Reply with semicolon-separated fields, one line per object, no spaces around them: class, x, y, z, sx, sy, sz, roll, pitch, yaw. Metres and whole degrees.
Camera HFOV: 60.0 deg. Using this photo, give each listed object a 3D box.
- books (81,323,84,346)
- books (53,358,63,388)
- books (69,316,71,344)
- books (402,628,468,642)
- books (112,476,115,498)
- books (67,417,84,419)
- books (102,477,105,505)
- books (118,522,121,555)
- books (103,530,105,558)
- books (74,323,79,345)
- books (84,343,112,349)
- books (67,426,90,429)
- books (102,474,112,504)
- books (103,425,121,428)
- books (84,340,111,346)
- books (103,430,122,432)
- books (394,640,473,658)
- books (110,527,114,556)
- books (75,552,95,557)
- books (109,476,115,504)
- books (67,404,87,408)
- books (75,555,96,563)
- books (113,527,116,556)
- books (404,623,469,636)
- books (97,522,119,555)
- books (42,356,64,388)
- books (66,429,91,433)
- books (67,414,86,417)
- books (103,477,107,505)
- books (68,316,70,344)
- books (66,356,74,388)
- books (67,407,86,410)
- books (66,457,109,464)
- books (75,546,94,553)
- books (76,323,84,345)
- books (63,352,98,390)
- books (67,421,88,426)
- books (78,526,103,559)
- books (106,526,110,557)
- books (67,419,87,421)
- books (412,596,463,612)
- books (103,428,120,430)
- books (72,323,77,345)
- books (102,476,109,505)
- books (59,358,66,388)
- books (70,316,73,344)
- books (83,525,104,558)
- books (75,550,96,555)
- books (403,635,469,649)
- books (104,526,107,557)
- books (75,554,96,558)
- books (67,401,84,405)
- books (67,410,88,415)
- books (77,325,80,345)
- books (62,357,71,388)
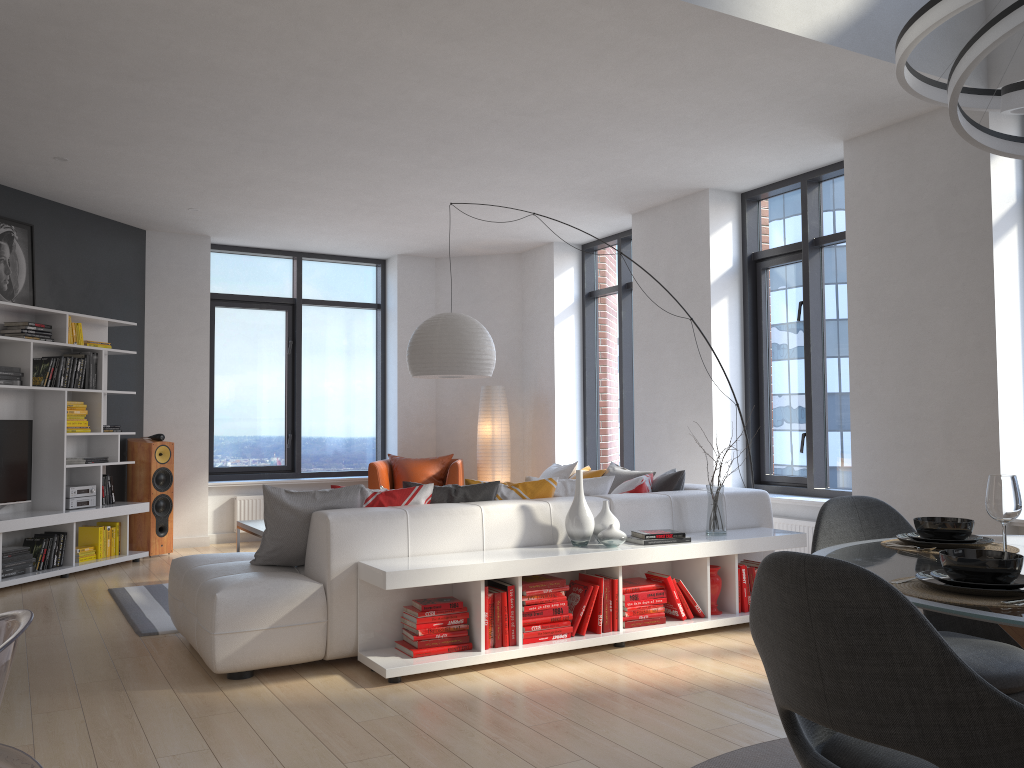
books;-3.533;-0.398;7.172;0.142;0.184;0.044;-1;-3;16
books;-3.603;-0.085;6.935;0.172;0.242;0.069;-1;-3;16
books;-3.581;-0.425;7.035;0.163;0.224;0.041;-1;-3;14
books;-0.367;1.176;4.202;0.266;0.026;0.187;1;-3;-24
books;-3.462;0.898;7.516;0.179;0.233;0.077;-1;-3;15
books;-3.585;0.274;7.143;0.145;0.023;0.217;-1;-3;20
books;-3.479;0.890;7.377;0.189;0.240;0.053;-1;-3;16
books;-3.386;1.295;7.453;0.213;0.270;0.025;-1;-3;15
books;-3.403;1.309;7.267;0.156;0.229;0.024;-1;-3;15
books;-3.539;-0.398;7.106;0.128;0.178;0.044;-1;-3;15
books;-3.507;-0.310;7.380;0.194;0.028;0.257;-1;-3;20
books;-3.583;0.354;7.150;0.203;0.024;0.257;-1;-3;18
books;-3.456;0.885;7.449;0.193;0.255;0.066;-1;-3;15
books;-3.452;0.359;7.498;0.161;0.023;0.213;-1;-3;19
books;-3.517;-0.335;7.380;0.203;0.024;0.257;-1;-3;18
books;-3.435;0.397;7.490;0.161;0.023;0.213;-1;-3;19
books;-0.372;1.238;4.196;0.301;0.032;0.227;1;-3;-29
books;-3.390;1.309;7.369;0.172;0.234;0.024;-1;-3;15
books;-3.444;1.361;7.096;0.113;0.018;0.169;-1;-3;17
books;-3.441;0.892;7.476;0.177;0.242;0.066;-1;-3;15
books;-3.592;0.179;7.175;0.163;0.023;0.223;-1;-3;20
books;-3.458;1.398;7.102;0.147;0.033;0.190;-1;-3;15
books;-3.387;1.310;7.395;0.172;0.234;0.024;-1;-3;15
books;-0.361;1.151;4.215;0.257;0.025;0.182;1;-3;-29
books;-3.385;1.294;7.425;0.204;0.270;0.029;-1;-3;15
books;-3.623;-0.091;6.964;0.192;0.254;0.075;-1;-3;14
books;-3.574;0.379;7.149;0.194;0.028;0.257;-1;-3;20
books;-3.599;0.255;7.160;0.171;0.019;0.239;-1;-3;15
books;-3.466;0.891;7.399;0.170;0.236;0.049;-1;-3;16
books;-3.569;-0.428;7.008;0.161;0.229;0.041;-1;-3;14
books;-3.596;-0.089;7.059;0.197;0.260;0.066;-1;-3;15
books;-3.598;0.201;7.167;0.160;0.022;0.227;-2;-3;31
books;-3.529;0.628;7.306;0.250;0.047;0.310;-1;-3;11
books;-3.471;1.326;7.107;0.138;0.026;0.186;-1;-3;15
books;-3.531;-0.399;7.148;0.141;0.184;0.064;-1;-3;16
books;-3.556;-0.104;7.298;0.259;0.321;0.128;-1;-3;15
books;-3.587;0.321;7.154;0.189;0.042;0.243;-1;-3;15
books;-3.435;1.292;7.226;0.198;0.255;0.044;-1;-3;15
books;-3.406;1.298;7.318;0.185;0.250;0.035;-1;-3;15
books;-3.601;0.292;7.156;0.189;0.014;0.251;-1;-3;19
books;-0.355;1.045;4.217;0.206;0.029;0.152;1;-3;-23
books;-3.438;0.378;7.491;0.142;0.015;0.198;-1;-3;14
books;-3.551;-0.399;7.089;0.132;0.180;0.054;-1;-3;15
books;-3.453;0.889;7.418;0.169;0.242;0.050;-1;-3;15
books;-3.609;-0.083;6.988;0.179;0.243;0.068;-1;-3;14
books;-3.581;-0.423;7.066;0.164;0.224;0.054;-1;-3;15
books;-3.429;1.291;7.256;0.199;0.263;0.015;-1;-3;15
books;-3.458;1.346;7.106;0.134;0.014;0.187;-1;-3;15
books;-0.363;1.206;4.213;0.259;0.034;0.206;1;-3;-27
books;-3.416;1.297;7.293;0.180;0.251;0.019;-1;-3;15
books;-3.462;1.375;7.105;0.148;0.011;0.196;-1;-3;16
books;-3.617;0.155;7.173;0.163;0.023;0.223;-1;-3;20
books;-3.594;0.230;7.171;0.176;0.033;0.239;-1;-3;19
books;-3.523;-0.388;7.121;0.108;0.161;0.046;-1;-3;14
books;-3.604;-0.086;7.026;0.191;0.249;0.084;-1;-3;15
